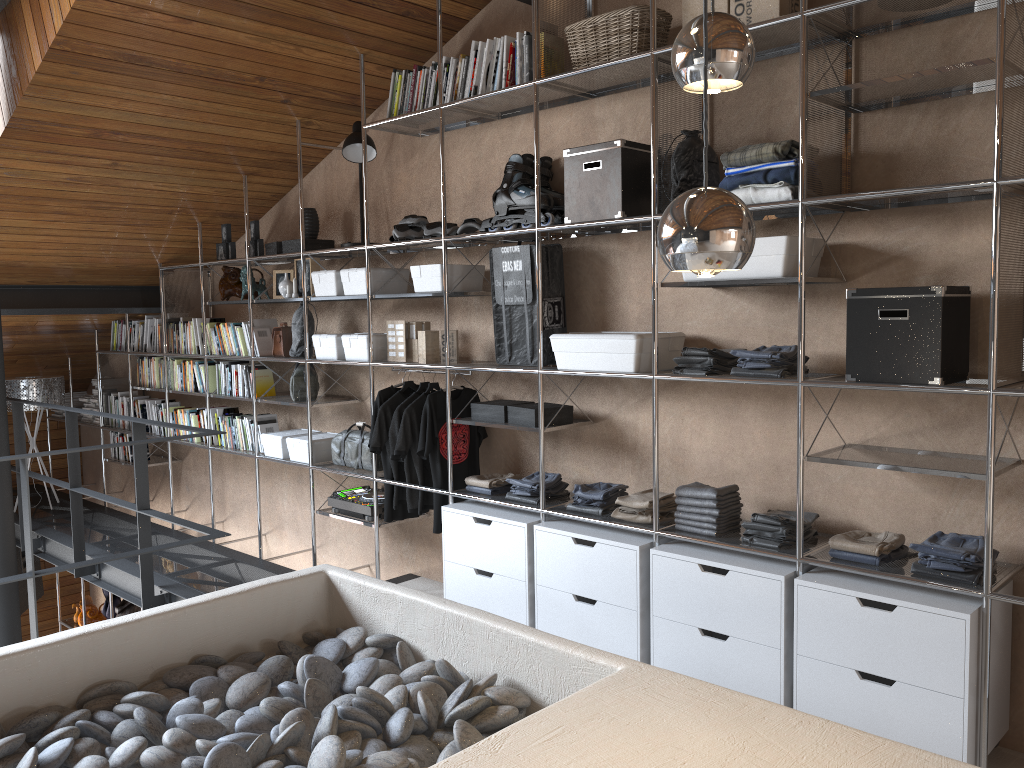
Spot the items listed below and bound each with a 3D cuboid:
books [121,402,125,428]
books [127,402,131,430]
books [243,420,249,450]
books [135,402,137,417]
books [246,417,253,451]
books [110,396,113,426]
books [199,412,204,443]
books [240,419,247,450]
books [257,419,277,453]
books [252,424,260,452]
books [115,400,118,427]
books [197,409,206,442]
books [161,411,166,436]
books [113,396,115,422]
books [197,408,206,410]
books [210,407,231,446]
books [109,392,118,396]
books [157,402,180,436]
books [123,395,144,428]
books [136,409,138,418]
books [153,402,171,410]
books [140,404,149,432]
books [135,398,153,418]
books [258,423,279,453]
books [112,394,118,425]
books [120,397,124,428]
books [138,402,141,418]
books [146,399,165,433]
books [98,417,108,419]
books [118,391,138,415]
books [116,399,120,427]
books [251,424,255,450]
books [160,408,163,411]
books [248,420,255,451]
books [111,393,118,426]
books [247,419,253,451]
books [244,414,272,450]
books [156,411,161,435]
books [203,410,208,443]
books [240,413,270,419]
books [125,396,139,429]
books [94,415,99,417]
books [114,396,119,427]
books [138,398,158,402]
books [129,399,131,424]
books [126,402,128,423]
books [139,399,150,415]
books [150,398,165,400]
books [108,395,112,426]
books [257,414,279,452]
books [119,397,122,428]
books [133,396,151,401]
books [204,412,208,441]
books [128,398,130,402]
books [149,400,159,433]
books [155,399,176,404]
[{"bbox_3d":[-2.872,0.229,6.696,0.019,0.199,0.143,3,6,43],"label":"books"},{"bbox_3d":[-2.793,0.230,6.618,0.018,0.206,0.148,3,6,43],"label":"books"},{"bbox_3d":[-1.573,0.306,5.490,0.058,0.188,0.169,3,6,43],"label":"books"},{"bbox_3d":[-2.690,0.232,6.512,0.058,0.219,0.133,3,6,43],"label":"books"},{"bbox_3d":[-1.543,0.299,5.485,0.055,0.202,0.192,3,6,43],"label":"books"},{"bbox_3d":[-3.009,0.202,6.848,0.018,0.232,0.169,3,6,43],"label":"books"},{"bbox_3d":[-1.989,0.278,5.848,0.054,0.203,0.123,3,6,43],"label":"books"},{"bbox_3d":[-1.605,0.306,5.497,0.053,0.189,0.148,3,6,43],"label":"books"},{"bbox_3d":[-1.475,0.314,5.377,0.050,0.186,0.129,3,6,43],"label":"books"},{"bbox_3d":[-1.504,0.320,5.410,0.054,0.171,0.146,3,6,43],"label":"books"},{"bbox_3d":[-2.958,0.221,6.769,0.010,0.208,0.130,3,6,43],"label":"books"},{"bbox_3d":[-1.997,0.269,5.867,0.055,0.215,0.155,3,6,43],"label":"books"},{"bbox_3d":[-2.389,0.273,6.200,0.041,0.174,0.111,3,6,43],"label":"books"},{"bbox_3d":[-2.985,0.203,6.819,0.013,0.234,0.148,3,6,43],"label":"books"},{"bbox_3d":[-2.017,0.266,5.874,0.054,0.220,0.118,3,6,43],"label":"books"},{"bbox_3d":[-1.859,0.271,5.699,0.053,0.232,0.148,3,6,43],"label":"books"},{"bbox_3d":[-3.023,0.187,6.889,0.010,0.255,0.207,3,6,43],"label":"books"},{"bbox_3d":[-2.409,0.245,6.258,0.055,0.222,0.161,3,6,43],"label":"books"},{"bbox_3d":[-2.850,0.208,6.688,0.023,0.240,0.146,3,6,43],"label":"books"},{"bbox_3d":[-2.676,0.235,6.501,0.051,0.212,0.136,3,6,43],"label":"books"},{"bbox_3d":[-2.461,0.243,6.317,0.047,0.218,0.171,3,6,43],"label":"books"},{"bbox_3d":[-2.614,0.243,6.436,0.053,0.206,0.148,3,6,43],"label":"books"},{"bbox_3d":[-2.669,0.225,6.489,0.055,0.235,0.143,3,6,43],"label":"books"},{"bbox_3d":[-1.465,0.324,5.372,0.046,0.166,0.130,3,6,43],"label":"books"},{"bbox_3d":[-2.978,0.192,6.843,0.012,0.251,0.192,3,6,43],"label":"books"},{"bbox_3d":[-2.882,0.210,6.706,0.013,0.234,0.148,3,6,43],"label":"books"},{"bbox_3d":[-2.635,0.234,6.458,0.055,0.221,0.141,3,6,43],"label":"books"},{"bbox_3d":[-2.565,0.230,6.419,0.053,0.233,0.148,3,6,43],"label":"books"},{"bbox_3d":[-3.118,0.250,6.968,0.161,0.013,0.217,3,7,43],"label":"books"},{"bbox_3d":[-2.917,0.190,6.750,0.020,0.268,0.143,3,6,43],"label":"books"},{"bbox_3d":[-2.940,0.218,6.769,0.018,0.210,0.146,3,6,43],"label":"books"},{"bbox_3d":[-1.523,0.323,5.411,0.046,0.167,0.130,3,6,43],"label":"books"},{"bbox_3d":[-2.398,0.260,6.219,0.043,0.197,0.111,3,6,43],"label":"books"},{"bbox_3d":[-1.529,0.310,5.440,0.060,0.187,0.161,3,6,43],"label":"books"},{"bbox_3d":[-2.990,0.190,6.847,0.012,0.255,0.191,3,6,43],"label":"books"},{"bbox_3d":[-1.550,0.308,5.461,0.053,0.189,0.148,3,6,43],"label":"books"},{"bbox_3d":[-1.555,0.297,5.489,0.055,0.205,0.191,3,6,43],"label":"books"},{"bbox_3d":[-2.445,0.270,6.267,0.044,0.171,0.119,3,6,43],"label":"books"},{"bbox_3d":[-1.950,0.274,5.827,0.049,0.216,0.137,3,6,43],"label":"books"},{"bbox_3d":[-1.588,0.294,5.532,0.053,0.205,0.207,3,6,44],"label":"books"},{"bbox_3d":[-2.830,0.213,6.665,0.013,0.234,0.148,3,6,43],"label":"books"},{"bbox_3d":[-3.124,0.237,6.963,0.252,0.016,0.182,-5,6,-42],"label":"books"},{"bbox_3d":[-2.964,0.206,6.799,0.021,0.231,0.161,3,6,43],"label":"books"},{"bbox_3d":[-2.649,0.226,6.489,0.053,0.233,0.148,3,6,43],"label":"books"},{"bbox_3d":[-2.768,0.220,6.579,0.010,0.231,0.129,3,6,43],"label":"books"},{"bbox_3d":[-2.808,0.231,6.622,0.010,0.208,0.130,3,6,43],"label":"books"},{"bbox_3d":[-2.626,0.228,6.448,0.053,0.232,0.148,3,6,43],"label":"books"},{"bbox_3d":[-2.575,0.226,6.453,0.062,0.236,0.143,3,6,43],"label":"books"},{"bbox_3d":[-3.041,0.201,6.855,0.013,0.234,0.148,3,6,43],"label":"books"},{"bbox_3d":[-1.482,0.298,5.393,0.066,0.217,0.143,3,6,43],"label":"books"},{"bbox_3d":[-2.895,0.210,6.711,0.013,0.234,0.148,3,6,43],"label":"books"},{"bbox_3d":[-2.729,0.214,6.547,0.018,0.247,0.131,3,6,43],"label":"books"},{"bbox_3d":[-1.937,0.280,5.798,0.051,0.205,0.131,3,6,43],"label":"books"},{"bbox_3d":[-2.804,0.216,6.639,0.010,0.231,0.129,3,6,43],"label":"books"},{"bbox_3d":[-2.529,0.232,6.386,0.053,0.232,0.148,3,6,43],"label":"books"},{"bbox_3d":[-2.482,0.231,6.385,0.053,0.232,0.148,3,6,43],"label":"books"}]
